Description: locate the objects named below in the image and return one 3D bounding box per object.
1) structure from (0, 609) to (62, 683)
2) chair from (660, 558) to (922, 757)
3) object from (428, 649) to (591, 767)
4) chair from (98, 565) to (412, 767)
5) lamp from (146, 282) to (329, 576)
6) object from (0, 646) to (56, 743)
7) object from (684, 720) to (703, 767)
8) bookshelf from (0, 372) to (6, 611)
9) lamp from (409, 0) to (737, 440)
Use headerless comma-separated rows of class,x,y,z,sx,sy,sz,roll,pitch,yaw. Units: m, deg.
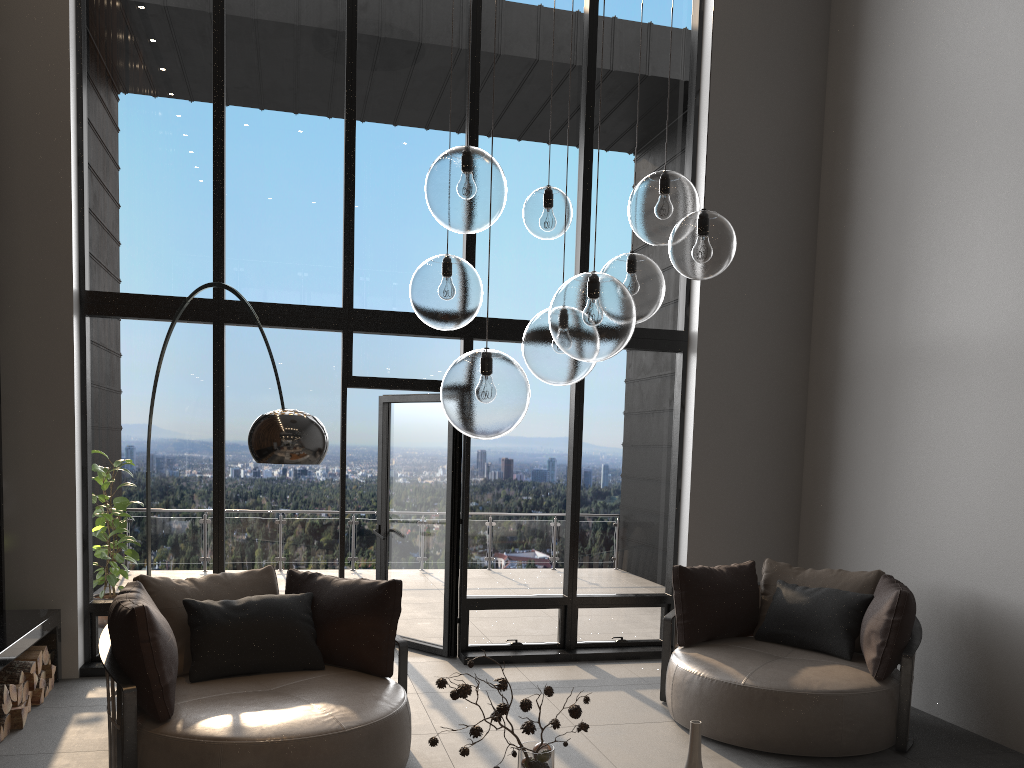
structure,-2.452,1.464,2.448,0.667,0.461,6.506,2,-4,-14
chair,1.660,1.575,5.259,1.442,0.907,1.477,2,-2,3
object,-0.036,1.136,2.740,0.542,0.609,0.315,1,3,-43
chair,-1.212,1.414,4.251,1.478,0.907,1.441,1,-2,13
lamp,-1.446,0.691,4.281,0.319,2.357,2.020,-2,3,-38
object,-2.576,1.613,3.646,0.436,0.392,4.023,2,-4,-13
object,0.487,1.251,2.729,0.316,0.402,0.317,2,1,5
bookshelf,-3.133,-1.289,4.597,0.338,5.370,1.440,0,5,-14
lamp,0.221,-2.331,2.476,1.232,5.049,1.215,0,5,-17
